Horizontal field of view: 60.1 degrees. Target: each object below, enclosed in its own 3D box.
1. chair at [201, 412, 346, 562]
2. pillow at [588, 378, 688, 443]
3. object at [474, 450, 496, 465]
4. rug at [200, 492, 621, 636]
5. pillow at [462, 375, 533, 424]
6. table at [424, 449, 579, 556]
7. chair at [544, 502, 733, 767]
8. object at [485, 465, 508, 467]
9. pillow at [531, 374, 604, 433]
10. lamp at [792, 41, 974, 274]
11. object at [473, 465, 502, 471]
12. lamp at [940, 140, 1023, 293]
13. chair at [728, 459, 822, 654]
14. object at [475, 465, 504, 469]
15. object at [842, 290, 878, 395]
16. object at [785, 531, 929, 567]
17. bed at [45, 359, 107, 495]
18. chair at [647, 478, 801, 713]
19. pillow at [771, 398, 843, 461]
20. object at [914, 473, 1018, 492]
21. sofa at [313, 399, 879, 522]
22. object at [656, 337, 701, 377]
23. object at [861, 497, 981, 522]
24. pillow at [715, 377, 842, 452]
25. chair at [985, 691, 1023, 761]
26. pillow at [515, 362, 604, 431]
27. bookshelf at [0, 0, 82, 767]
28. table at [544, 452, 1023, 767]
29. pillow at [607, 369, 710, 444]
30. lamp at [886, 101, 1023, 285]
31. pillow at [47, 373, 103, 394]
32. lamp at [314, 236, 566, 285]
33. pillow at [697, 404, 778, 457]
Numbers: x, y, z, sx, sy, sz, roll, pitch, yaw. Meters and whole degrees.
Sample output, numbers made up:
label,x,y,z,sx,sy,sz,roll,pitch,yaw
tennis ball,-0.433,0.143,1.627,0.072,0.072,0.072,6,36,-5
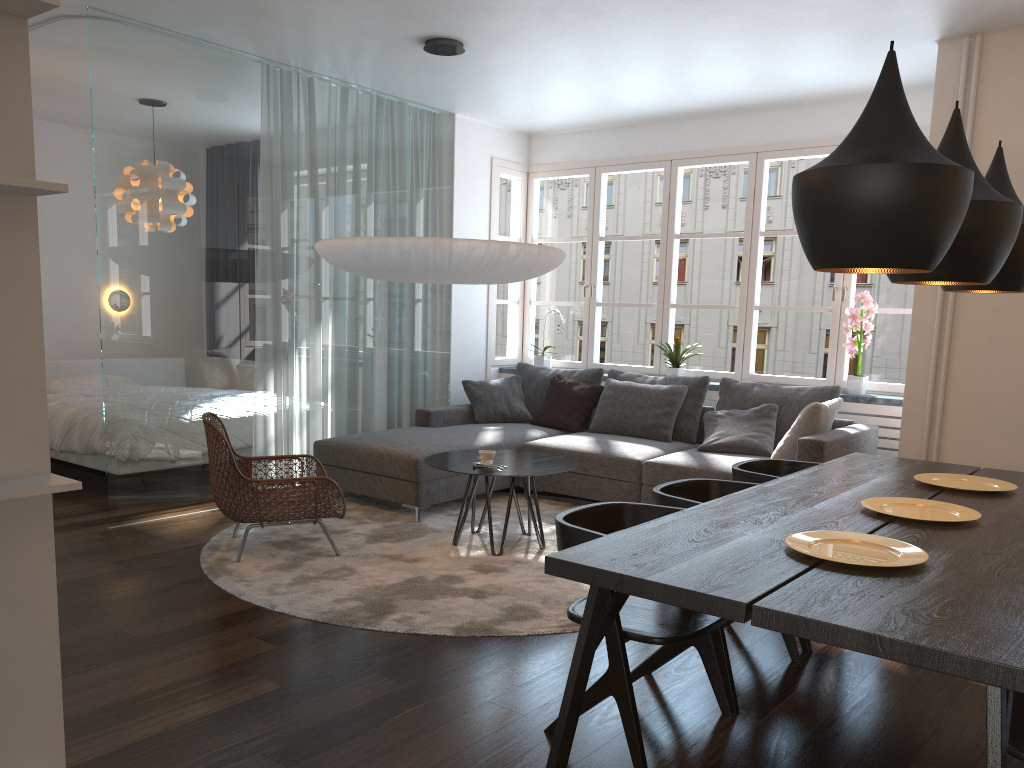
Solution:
label,x,y,z,sx,sy,sz,roll,pitch,yaw
chair,-1.263,0.514,4.653,0.685,0.717,0.712,-1,7,-19
pillow,0.899,0.184,6.318,0.664,0.401,0.290,6,9,37
object,-0.152,0.397,4.736,0.138,0.070,0.091,-3,8,-40
rug,-0.232,0.887,4.933,2.833,0.012,2.816,3,5,18
pillow,-0.117,0.119,6.889,0.515,0.363,0.343,0,7,-13
table,-0.063,0.661,4.894,0.843,0.477,0.843,6,7,40
chair,0.395,0.751,2.738,0.517,0.678,0.590,7,9,36
object,-0.079,0.434,4.677,0.124,0.010,0.025,2,5,4
pillow,0.411,0.141,6.663,0.518,0.407,0.309,7,9,39
lamp,0.903,-0.551,2.157,0.411,0.547,0.407,1,7,-5
object,-0.130,0.437,4.597,0.167,0.015,0.014,4,7,25
lamp,1.763,-0.612,3.247,0.411,0.547,0.407,-1,8,-19
chair,1.189,0.693,3.753,0.517,0.678,0.590,7,9,36
object,-0.121,0.433,4.638,0.163,0.016,0.025,3,6,13
object,2.315,-0.277,5.917,0.200,0.698,0.295,4,9,17
object,0.909,0.441,2.345,0.354,0.017,0.354,6,6,41
bed,-2.876,0.251,7.111,2.430,0.770,2.156,6,6,38
chair,0.772,0.723,3.216,0.517,0.678,0.590,7,9,38
pillow,1.747,0.290,5.253,0.285,0.418,0.491,7,8,37
object,1.732,0.382,3.387,0.354,0.017,0.354,6,6,41
sofa,0.490,0.510,5.750,3.054,0.678,2.030,5,6,38
object,1.271,-0.192,6.730,0.376,0.332,0.320,3,7,13
object,1.320,0.411,2.866,0.355,0.017,0.353,3,5,19
pillow,1.711,0.222,5.855,0.832,0.482,0.274,6,9,38
chair,1.340,0.843,1.955,0.517,0.678,0.590,7,9,37
pillow,0.307,0.091,6.936,0.832,0.483,0.274,6,9,38
bookshelf,-0.799,-0.237,1.058,0.636,2.097,0.225,8,11,37
table,1.270,0.757,2.930,1.101,0.686,2.489,6,7,38
pillow,0.999,0.153,6.416,0.835,0.480,0.275,6,9,38
lamp,1.333,-0.582,2.702,0.410,0.547,0.407,4,8,14
pillow,-3.509,0.016,7.473,0.617,0.197,0.917,6,6,38
lamp,-0.418,-0.706,5.243,1.469,0.212,1.457,0,5,-15
pillow,1.466,0.283,5.749,0.491,0.324,0.441,4,6,19
